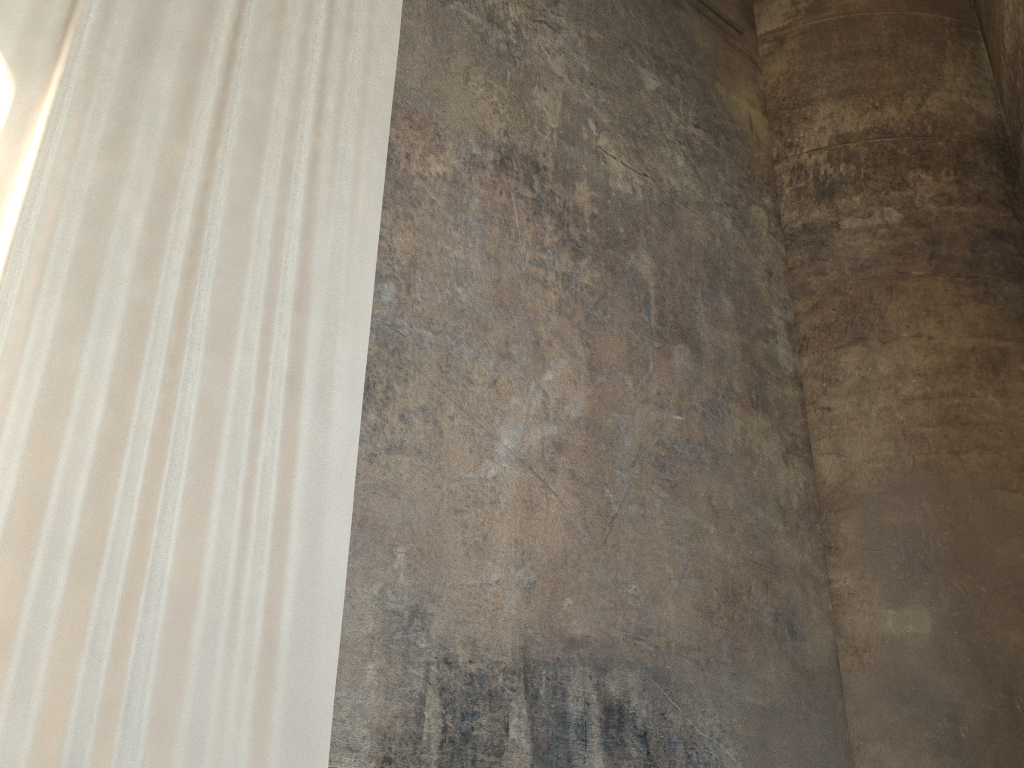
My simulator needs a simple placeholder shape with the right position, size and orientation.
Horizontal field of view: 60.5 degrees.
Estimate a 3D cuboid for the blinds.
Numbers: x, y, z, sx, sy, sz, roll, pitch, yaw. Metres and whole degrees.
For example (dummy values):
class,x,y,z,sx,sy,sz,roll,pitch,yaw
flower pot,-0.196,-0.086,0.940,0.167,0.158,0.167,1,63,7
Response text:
class,x,y,z,sx,sy,sz,roll,pitch,yaw
blinds,-3.837,-2.069,2.665,7.972,8.201,0.284,20,-31,-32
